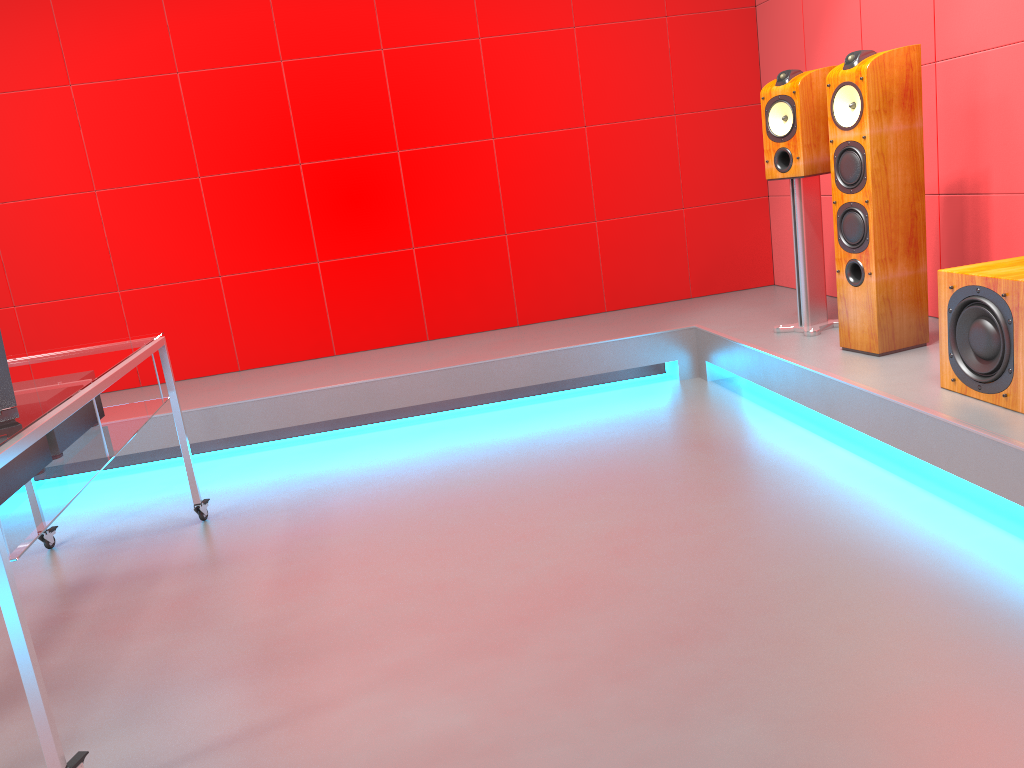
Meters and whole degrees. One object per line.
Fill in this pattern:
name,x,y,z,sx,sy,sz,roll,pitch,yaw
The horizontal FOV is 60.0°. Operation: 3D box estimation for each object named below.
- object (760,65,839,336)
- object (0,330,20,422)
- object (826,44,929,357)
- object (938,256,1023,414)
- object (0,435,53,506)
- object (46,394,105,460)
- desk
object,1.213,-0.747,3.659,0.265,1.058,0.231,-15,15,-27
object,-1.224,-0.030,1.770,0.342,0.285,0.340,-18,16,-37
object,1.302,-0.641,3.161,0.238,1.052,0.203,-12,14,-18
object,1.473,-0.155,2.505,0.360,0.360,0.360,-10,13,-8
object,-1.320,0.241,2.026,0.365,0.092,0.435,-10,13,-8
object,-1.411,0.112,2.494,0.371,0.158,0.431,-10,13,-8
desk,-1.281,0.352,2.335,0.594,0.690,1.617,-10,13,-8
